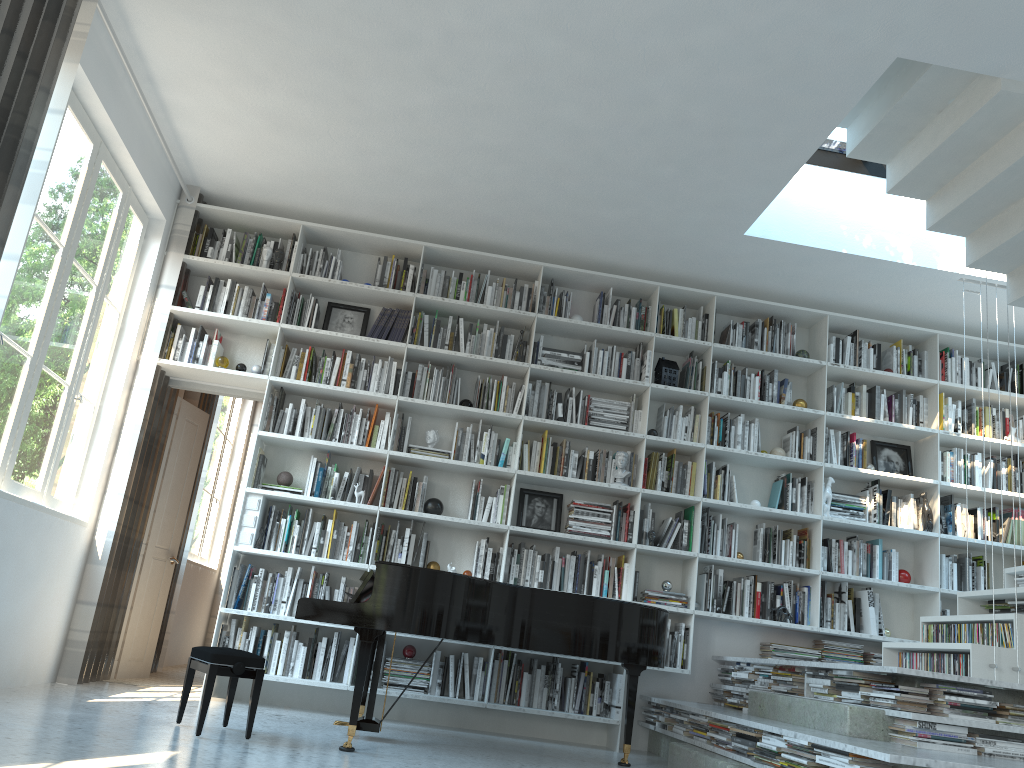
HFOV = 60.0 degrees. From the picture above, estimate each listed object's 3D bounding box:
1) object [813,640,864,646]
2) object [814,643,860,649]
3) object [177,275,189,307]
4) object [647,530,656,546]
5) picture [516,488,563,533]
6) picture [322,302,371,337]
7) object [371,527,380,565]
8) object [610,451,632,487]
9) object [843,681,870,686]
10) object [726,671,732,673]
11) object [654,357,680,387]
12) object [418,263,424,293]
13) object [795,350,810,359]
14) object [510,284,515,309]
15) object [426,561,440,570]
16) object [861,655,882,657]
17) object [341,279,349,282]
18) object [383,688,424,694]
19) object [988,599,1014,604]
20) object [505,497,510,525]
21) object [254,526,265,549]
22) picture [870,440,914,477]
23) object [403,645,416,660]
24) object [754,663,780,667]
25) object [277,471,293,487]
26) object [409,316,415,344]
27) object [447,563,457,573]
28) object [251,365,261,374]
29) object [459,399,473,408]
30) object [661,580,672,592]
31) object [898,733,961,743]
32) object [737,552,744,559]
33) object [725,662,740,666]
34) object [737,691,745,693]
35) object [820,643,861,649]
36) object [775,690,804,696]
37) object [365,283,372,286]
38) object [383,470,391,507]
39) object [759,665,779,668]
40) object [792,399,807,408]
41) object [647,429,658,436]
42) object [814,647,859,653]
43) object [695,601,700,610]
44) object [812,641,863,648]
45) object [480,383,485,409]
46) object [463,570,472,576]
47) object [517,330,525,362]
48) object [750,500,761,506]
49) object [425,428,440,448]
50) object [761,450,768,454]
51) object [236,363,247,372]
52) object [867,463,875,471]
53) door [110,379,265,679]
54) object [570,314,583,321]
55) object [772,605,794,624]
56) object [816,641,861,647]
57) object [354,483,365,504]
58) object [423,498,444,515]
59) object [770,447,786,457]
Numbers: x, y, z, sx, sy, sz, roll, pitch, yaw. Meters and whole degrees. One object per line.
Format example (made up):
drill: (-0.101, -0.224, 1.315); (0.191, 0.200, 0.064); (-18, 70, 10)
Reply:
object: (2.198, 1.746, 5.976); (0.285, 0.005, 0.160); (8, -17, 0)
object: (2.194, 1.770, 5.981); (0.254, 0.005, 0.161); (9, -17, -5)
object: (-2.247, -0.600, 6.027); (0.035, 0.294, 0.177); (9, -16, -5)
object: (0.921, 1.019, 5.843); (0.054, 0.113, 0.079); (9, -16, -6)
picture: (0.188, 0.870, 6.011); (0.300, 0.299, 0.078); (9, -16, -5)
picture: (-1.160, -0.418, 6.185); (0.300, 0.299, 0.078); (9, -16, -5)
object: (-0.887, 1.066, 5.768); (0.012, 0.253, 0.161); (9, -16, -5)
object: (0.732, 0.577, 5.964); (0.137, 0.243, 0.138); (21, -21, -38)
object: (1.698, 1.437, 4.234); (0.142, 0.006, 0.204); (10, -17, -7)
object: (1.492, 1.890, 5.786); (0.135, 0.011, 0.222); (8, -17, -1)
object: (1.089, -0.063, 6.253); (0.135, 0.247, 0.136); (12, -17, -14)
object: (-0.652, -0.692, 6.279); (0.012, 0.284, 0.160); (9, -16, -5)
object: (2.093, -0.196, 6.398); (0.104, 0.105, 0.104); (-7, -22, 42)
object: (-0.010, -0.572, 6.328); (0.010, 0.246, 0.157); (9, -16, -5)
object: (-0.513, 1.199, 5.765); (0.091, 0.091, 0.091); (16, -18, -26)
object: (2.553, 1.859, 6.005); (0.328, 0.008, 0.208); (9, -17, -5)
object: (-1.165, -0.687, 6.171); (0.083, 0.083, 0.083); (16, -18, -26)
object: (-0.677, 1.918, 5.556); (0.254, 0.007, 0.161); (8, -17, -2)
object: (2.891, 1.274, 5.152); (0.161, 0.025, 0.175); (8, -17, -1)
object: (-0.042, 0.869, 5.950); (0.017, 0.215, 0.104); (9, -16, -5)
object: (-1.579, 0.967, 5.554); (0.045, 0.146, 0.045); (-3, -19, 32)
picture: (2.757, 0.569, 6.431); (0.300, 0.299, 0.078); (9, -16, -5)
object: (-0.646, 1.688, 5.586); (0.086, 0.087, 0.086); (16, -18, -26)
object: (1.563, 1.666, 5.233); (0.159, 0.007, 0.286); (10, -17, -8)
object: (-1.481, 0.623, 5.785); (0.105, 0.106, 0.105); (16, -18, -26)
object: (-0.700, -0.329, 6.173); (0.012, 0.253, 0.161); (9, -16, -5)
object: (-0.387, 1.200, 5.713); (0.060, 0.094, 0.078); (4, -17, 11)
object: (-1.709, -0.093, 5.935); (0.071, 0.072, 0.071); (16, -18, -26)
object: (-0.316, 0.151, 6.046); (0.097, 0.098, 0.097); (-7, -22, 42)
object: (1.019, 1.328, 5.834); (0.071, 0.072, 0.072); (-7, -22, 42)
object: (1.746, 1.483, 3.718); (0.204, 0.004, 0.140); (8, -17, -2)
object: (1.539, 1.179, 6.031); (0.071, 0.072, 0.072); (-7, -22, 42)
object: (1.503, 1.841, 5.801); (0.131, 0.024, 0.291); (8, -17, -3)
object: (1.479, 1.912, 5.489); (0.130, 0.007, 0.215); (10, -17, -9)
object: (2.195, 1.764, 5.983); (0.254, 0.005, 0.161); (9, -17, -5)
object: (1.586, 1.722, 4.919); (0.145, 0.010, 0.267); (10, -17, -9)
object: (-1.010, -0.662, 6.185); (0.083, 0.083, 0.083); (16, -18, -26)
object: (-0.829, 0.715, 5.884); (0.012, 0.269, 0.131); (9, -16, -5)
object: (1.577, 1.674, 5.233); (0.144, 0.005, 0.258); (9, -17, -5)
object: (2.046, 0.156, 6.302); (0.101, 0.101, 0.100); (16, -18, -26)
object: (0.966, 0.345, 6.095); (0.071, 0.072, 0.072); (-7, -22, 42)
object: (2.187, 1.795, 5.973); (0.254, 0.005, 0.161); (9, -17, -5)
object: (1.217, 1.481, 5.901); (0.071, 0.072, 0.072); (-7, -22, 42)
object: (2.195, 1.759, 5.985); (0.285, 0.005, 0.160); (9, -17, -5)
object: (-0.215, 0.119, 6.121); (0.010, 0.224, 0.143); (9, -16, -5)
object: (-0.289, 1.237, 5.740); (0.061, 0.062, 0.061); (-7, -22, 42)
object: (0.064, -0.249, 6.099); (0.075, 0.254, 0.075); (15, -18, -25)
object: (1.675, 0.834, 6.106); (0.071, 0.072, 0.072); (-7, -22, 42)
object: (-0.543, 0.373, 5.998); (0.095, 0.156, 0.121); (5, -16, 8)
object: (1.766, 0.500, 6.233); (0.068, 0.068, 0.068); (16, -18, -26)
object: (-1.816, -0.104, 5.945); (0.071, 0.072, 0.071); (16, -18, -26)
object: (2.529, 0.609, 6.299); (0.091, 0.092, 0.092); (-7, -22, 42)
door: (-2.216, 1.059, 6.170); (0.834, 1.974, 0.789); (9, -16, -5)
object: (0.456, -0.441, 6.306); (0.105, 0.105, 0.105); (16, -18, -26)
object: (1.777, 1.509, 5.812); (0.161, 0.113, 0.065); (13, -17, -17)
object: (2.196, 1.754, 5.983); (0.254, 0.005, 0.161); (9, -17, -4)
object: (-0.982, 0.704, 5.683); (0.082, 0.139, 0.044); (14, -17, -20)
object: (-0.518, 0.820, 5.857); (0.134, 0.135, 0.134); (-7, -22, 42)
object: (1.879, 0.504, 6.271); (0.112, 0.112, 0.112); (16, -18, -26)
